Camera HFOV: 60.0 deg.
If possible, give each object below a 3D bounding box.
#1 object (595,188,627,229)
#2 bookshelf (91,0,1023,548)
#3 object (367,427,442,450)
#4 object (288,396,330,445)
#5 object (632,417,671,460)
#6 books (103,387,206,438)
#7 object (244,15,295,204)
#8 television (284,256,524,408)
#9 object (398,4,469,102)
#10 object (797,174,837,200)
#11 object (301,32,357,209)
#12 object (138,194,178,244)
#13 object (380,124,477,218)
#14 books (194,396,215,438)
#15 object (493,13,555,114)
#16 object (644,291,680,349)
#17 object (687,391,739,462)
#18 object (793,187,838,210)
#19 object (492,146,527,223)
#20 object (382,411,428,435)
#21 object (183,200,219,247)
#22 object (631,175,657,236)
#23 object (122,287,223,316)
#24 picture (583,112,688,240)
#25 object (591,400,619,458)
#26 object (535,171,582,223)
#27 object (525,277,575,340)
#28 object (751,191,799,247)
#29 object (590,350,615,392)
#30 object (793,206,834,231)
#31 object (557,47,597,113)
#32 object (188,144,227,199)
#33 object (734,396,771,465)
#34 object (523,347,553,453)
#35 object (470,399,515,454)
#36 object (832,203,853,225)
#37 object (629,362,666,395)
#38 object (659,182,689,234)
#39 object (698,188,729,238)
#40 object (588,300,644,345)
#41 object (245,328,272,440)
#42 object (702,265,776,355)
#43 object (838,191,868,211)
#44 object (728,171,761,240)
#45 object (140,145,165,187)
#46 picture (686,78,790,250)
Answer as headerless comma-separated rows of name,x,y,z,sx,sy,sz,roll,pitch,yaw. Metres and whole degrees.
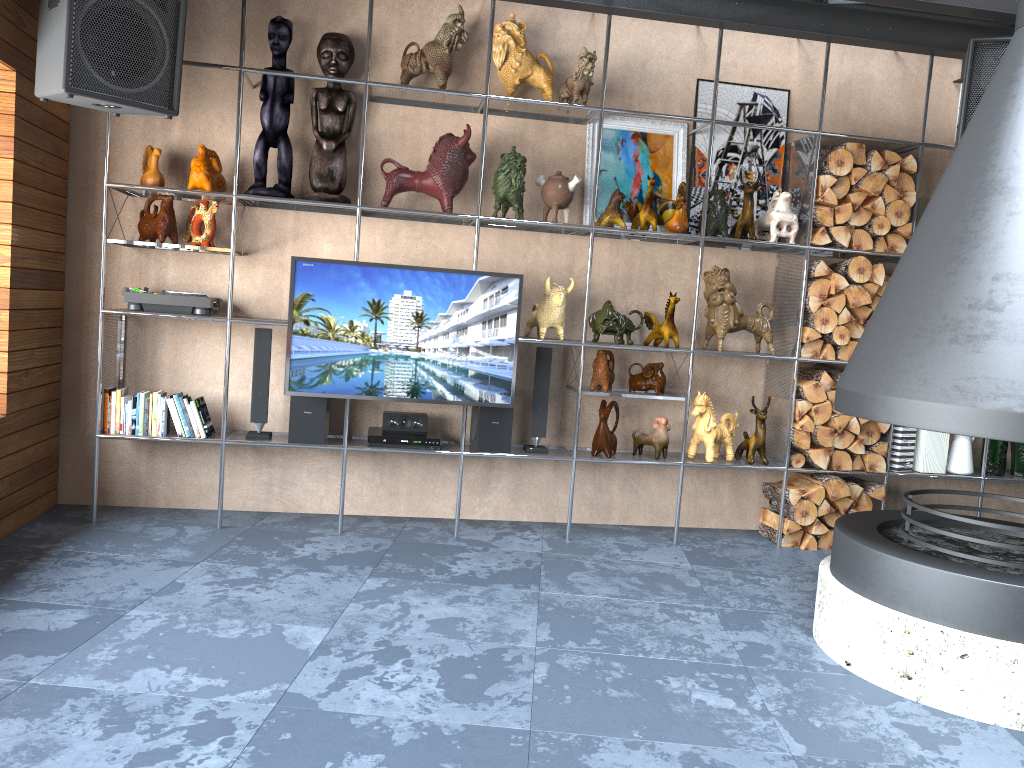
object,0.500,-0.879,4.509,0.137,0.207,0.272,4,5,-5
bookshelf,3.542,-2.136,4.877,10.738,6.218,0.421,3,5,-9
object,-0.543,0.274,4.451,0.360,0.058,0.325,3,5,-9
object,-0.999,0.122,4.391,0.175,0.303,0.343,4,5,-9
object,0.713,0.274,4.592,0.212,0.220,0.119,6,5,25
books,-1.678,0.134,4.213,0.461,0.208,0.139,3,5,-9
object,-1.132,-1.318,4.225,0.244,0.879,0.244,6,5,20
television,-0.504,-0.237,4.180,1.075,0.638,0.115,4,5,-8
object,-0.379,-1.623,4.330,0.328,0.442,0.207,3,5,-16
object,1.584,-1.020,4.620,0.097,0.120,0.308,4,5,-4
object,-0.873,-1.282,4.288,0.237,0.840,0.305,4,5,-7
object,-1.676,-0.776,4.180,0.233,0.229,0.116,7,5,31
object,-0.407,-1.046,4.302,0.462,0.440,0.219,3,5,-9
books,-1.475,0.157,4.261,0.081,0.185,0.138,4,5,-9
object,0.060,-1.606,4.437,0.328,0.458,0.215,4,5,-4
object,0.769,-0.334,4.590,0.097,0.290,0.290,2,5,-29
object,1.065,0.220,4.666,0.375,0.363,0.170,0,6,-43
object,1.577,-0.954,4.632,0.107,0.110,0.331,4,5,-7
object,-0.007,-0.977,4.353,0.167,0.356,0.255,5,5,10
object,-0.536,0.195,4.439,0.223,0.101,0.080,3,5,-9
object,-1.479,-0.760,4.216,0.267,0.223,0.060,8,6,37
object,0.674,-0.907,4.522,0.097,0.290,0.290,3,5,-10
object,-1.617,-0.396,4.231,0.404,0.114,0.320,3,5,-9
picture,0.650,-1.089,4.657,0.544,0.625,0.136,4,5,-9
object,0.481,0.227,4.555,0.114,0.290,0.249,6,5,17
object,0.222,-0.919,4.381,0.237,0.266,0.164,5,5,8
object,0.176,-0.380,4.447,0.154,0.309,0.325,2,5,-24
object,1.363,-0.861,4.613,0.151,0.280,0.314,3,5,-10
object,0.471,-0.071,4.553,0.108,0.214,0.217,6,5,16
object,1.556,-0.861,4.635,0.110,0.109,0.321,3,5,-9
object,0.330,-1.486,4.349,0.131,0.280,0.208,2,5,-27
object,-1.431,-0.999,4.190,0.138,0.222,0.278,4,5,2
object,1.279,0.237,4.681,0.116,0.358,0.198,3,5,-16
object,0.140,0.078,4.506,0.112,0.533,0.112,4,5,-9
object,-0.108,0.176,4.528,0.175,0.303,0.343,4,5,-9
object,1.669,-0.888,4.649,0.095,0.135,0.329,4,5,-5
object,0.694,-0.035,4.567,0.210,0.168,0.105,7,5,31
object,0.842,-0.889,4.528,0.123,0.270,0.227,4,5,-9
object,1.041,-0.869,4.579,0.126,0.249,0.253,4,5,-4
object,0.514,-0.315,4.531,0.192,0.221,0.403,7,5,28
object,-1.213,-0.004,4.297,0.112,0.533,0.112,4,5,-9
object,1.187,-0.387,4.644,0.405,0.451,0.210,3,5,-17
object,1.747,-0.946,4.673,0.107,0.098,0.330,4,5,-5
object,1.202,-0.910,4.574,0.116,0.358,0.198,4,5,-1
object,-1.677,-1.014,4.148,0.107,0.209,0.233,2,5,-22
picture,1.214,-1.176,4.762,0.529,0.863,0.090,3,5,-9
